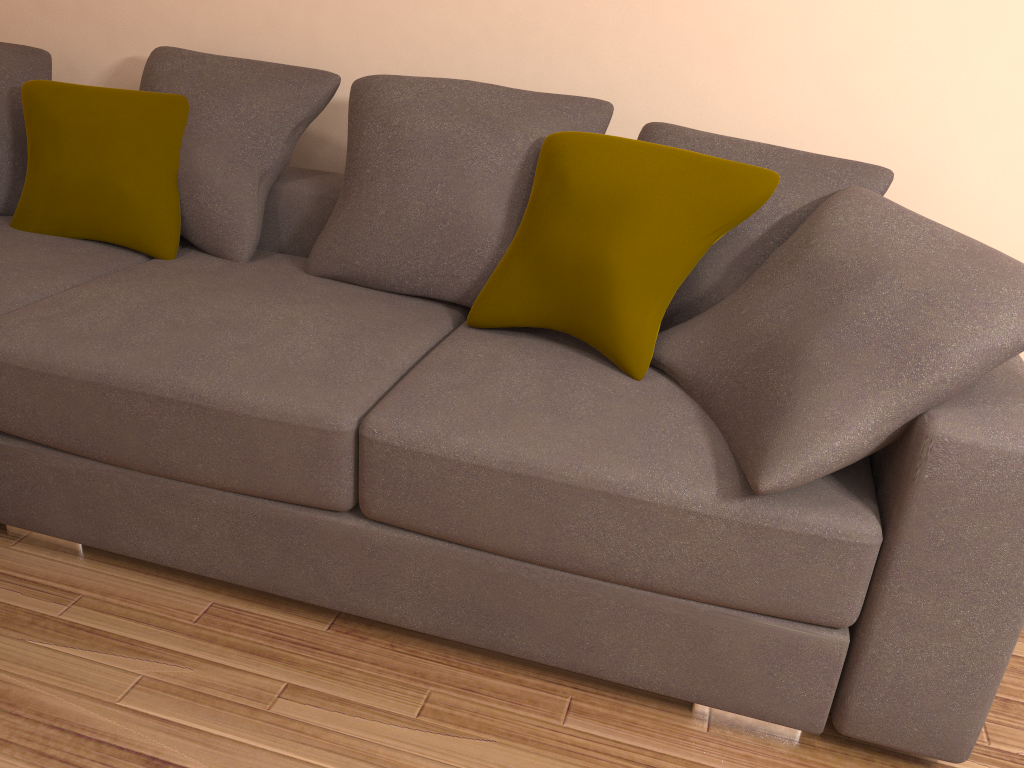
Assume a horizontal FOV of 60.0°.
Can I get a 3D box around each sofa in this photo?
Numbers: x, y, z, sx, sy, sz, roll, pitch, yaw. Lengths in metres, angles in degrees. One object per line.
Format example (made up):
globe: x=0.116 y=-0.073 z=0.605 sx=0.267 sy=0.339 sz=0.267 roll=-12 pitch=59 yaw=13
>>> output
sofa: x=-0.716 y=0.027 z=2.231 sx=3.565 sy=0.776 sz=1.906 roll=11 pitch=25 yaw=13

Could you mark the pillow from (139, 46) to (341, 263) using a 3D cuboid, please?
pillow: x=-0.973 y=-0.747 z=2.843 sx=0.787 sy=0.576 sz=0.431 roll=18 pitch=27 yaw=26

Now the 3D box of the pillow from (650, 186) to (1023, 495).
pillow: x=0.639 y=-0.119 z=1.826 sx=0.560 sy=0.470 sz=0.749 roll=-1 pitch=25 yaw=-14

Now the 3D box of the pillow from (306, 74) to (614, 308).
pillow: x=-0.166 y=-0.544 z=2.522 sx=0.783 sy=0.590 sz=0.459 roll=13 pitch=25 yaw=17

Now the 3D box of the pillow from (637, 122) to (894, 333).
pillow: x=0.496 y=-0.328 z=2.370 sx=0.399 sy=0.635 sz=0.811 roll=-10 pitch=28 yaw=-30

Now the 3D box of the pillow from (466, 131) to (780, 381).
pillow: x=0.250 y=-0.324 z=2.158 sx=0.658 sy=0.492 sz=0.382 roll=23 pitch=30 yaw=34

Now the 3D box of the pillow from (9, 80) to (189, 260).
pillow: x=-1.248 y=-0.647 z=2.713 sx=0.631 sy=0.486 sz=0.335 roll=8 pitch=24 yaw=6

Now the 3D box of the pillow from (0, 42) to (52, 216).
pillow: x=-1.834 y=-0.823 z=2.797 sx=0.806 sy=0.578 sz=0.483 roll=-12 pitch=29 yaw=-33
